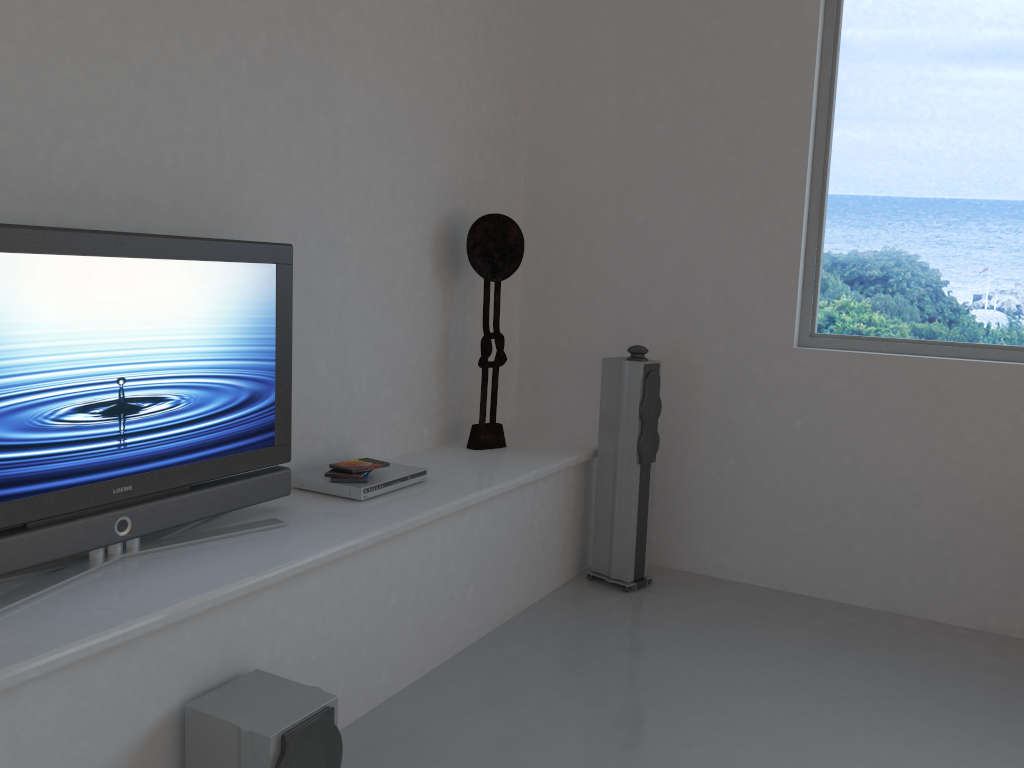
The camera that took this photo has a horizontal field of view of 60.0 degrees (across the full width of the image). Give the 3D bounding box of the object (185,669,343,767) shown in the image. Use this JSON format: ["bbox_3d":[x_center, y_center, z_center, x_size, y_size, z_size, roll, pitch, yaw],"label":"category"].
[{"bbox_3d":[-0.648,1.007,2.316,0.337,0.374,0.336,6,8,28],"label":"object"}]

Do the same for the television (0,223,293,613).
[{"bbox_3d":[-1.116,0.038,2.479,0.343,0.919,1.356,6,8,28],"label":"television"}]

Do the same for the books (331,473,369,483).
[{"bbox_3d":[-0.617,0.349,3.397,0.135,0.015,0.190,2,7,-6],"label":"books"}]

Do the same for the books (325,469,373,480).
[{"bbox_3d":[-0.619,0.334,3.396,0.135,0.015,0.190,3,7,9],"label":"books"}]

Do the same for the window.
[{"bbox_3d":[2.507,-0.967,3.700,2.400,1.800,0.100,6,8,28],"label":"window"}]

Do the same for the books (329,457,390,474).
[{"bbox_3d":[-0.590,0.315,3.436,0.135,0.015,0.190,8,9,38],"label":"books"}]

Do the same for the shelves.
[{"bbox_3d":[-1.031,0.529,2.487,0.650,0.050,5.500,6,8,28],"label":"shelves"}]

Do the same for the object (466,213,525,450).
[{"bbox_3d":[-0.102,-0.250,4.284,0.331,1.130,0.108,-3,9,-36],"label":"object"}]

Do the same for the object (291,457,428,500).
[{"bbox_3d":[-0.596,0.367,3.495,0.352,0.045,0.430,6,8,28],"label":"object"}]

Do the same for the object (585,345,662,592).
[{"bbox_3d":[0.558,0.397,4.341,0.273,1.184,0.255,9,10,43],"label":"object"}]
